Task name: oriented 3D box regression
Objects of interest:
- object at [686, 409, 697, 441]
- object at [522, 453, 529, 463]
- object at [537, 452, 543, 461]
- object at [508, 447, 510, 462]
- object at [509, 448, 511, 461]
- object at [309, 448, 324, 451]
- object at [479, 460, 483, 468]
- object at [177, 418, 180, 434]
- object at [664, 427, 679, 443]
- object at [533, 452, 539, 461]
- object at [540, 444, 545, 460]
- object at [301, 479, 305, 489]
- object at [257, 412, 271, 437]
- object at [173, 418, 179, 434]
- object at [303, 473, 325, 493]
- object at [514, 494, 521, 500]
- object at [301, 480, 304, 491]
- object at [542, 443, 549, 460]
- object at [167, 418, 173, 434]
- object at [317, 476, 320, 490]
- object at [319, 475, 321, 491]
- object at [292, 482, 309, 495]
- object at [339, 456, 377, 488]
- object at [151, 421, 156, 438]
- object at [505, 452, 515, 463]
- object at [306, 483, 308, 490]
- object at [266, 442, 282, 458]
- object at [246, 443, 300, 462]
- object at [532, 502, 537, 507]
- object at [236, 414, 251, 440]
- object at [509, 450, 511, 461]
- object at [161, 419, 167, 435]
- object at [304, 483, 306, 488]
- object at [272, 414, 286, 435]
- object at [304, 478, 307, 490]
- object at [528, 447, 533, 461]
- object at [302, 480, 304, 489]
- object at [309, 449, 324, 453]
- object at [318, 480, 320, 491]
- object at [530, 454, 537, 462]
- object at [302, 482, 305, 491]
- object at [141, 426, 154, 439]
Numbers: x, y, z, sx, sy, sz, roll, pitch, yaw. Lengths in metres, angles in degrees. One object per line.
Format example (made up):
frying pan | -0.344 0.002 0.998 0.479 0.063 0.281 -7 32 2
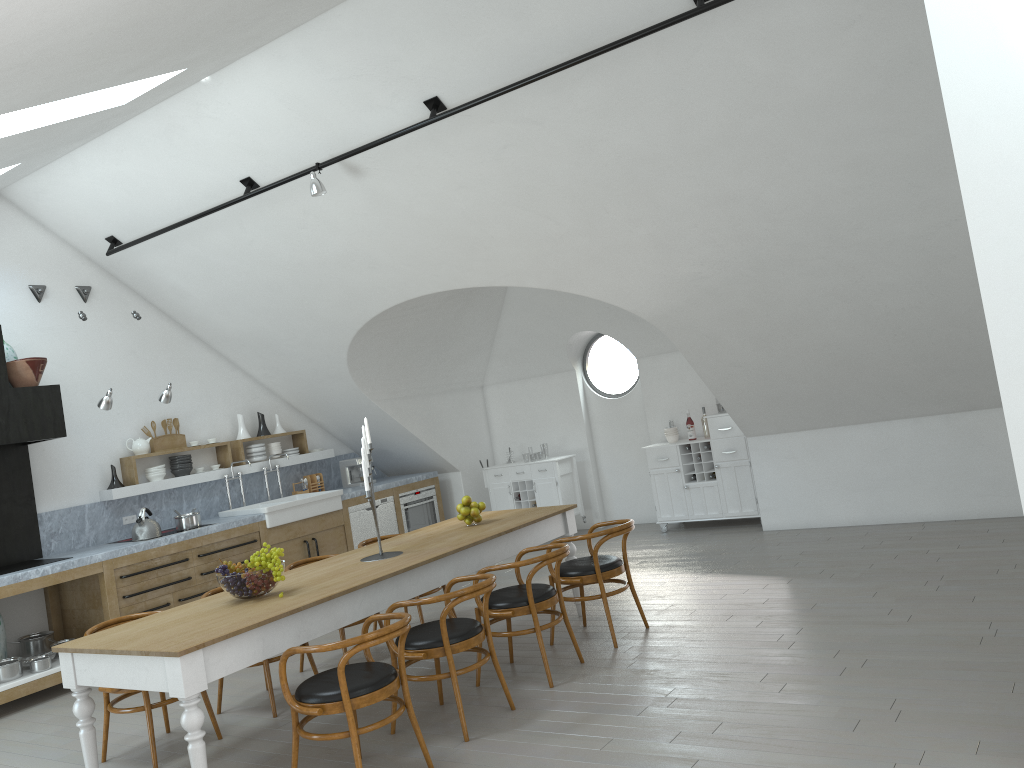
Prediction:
object | 1.885 0.431 9.373 0.081 0.330 0.081 -11 -3 30
object | 0.163 0.858 10.252 0.082 0.105 0.081 -7 -3 -43
object | 0.329 0.834 10.225 0.071 0.099 0.071 -8 -3 -33
object | -0.033 0.852 10.675 0.039 0.175 0.054 -11 -4 34
object | -0.015 0.850 10.645 0.024 0.164 0.038 -7 -4 -43
object | -2.241 0.758 10.069 0.213 0.025 0.213 -10 -1 22
object | -0.327 1.037 10.584 0.088 0.269 0.029 -10 -3 7
object | -3.279 0.482 8.717 0.030 0.294 0.057 -11 -4 34
object | 1.707 0.549 9.469 0.158 0.160 0.153 -8 -2 -28
object | 0.303 0.843 10.312 0.094 0.093 0.093 -10 -2 22
object | 0.365 0.788 10.282 0.054 0.179 0.054 -10 -3 11
object | -2.303 1.140 9.785 0.040 0.193 0.042 -8 -3 -18
object | -2.686 0.427 9.530 0.155 0.268 0.156 -11 -3 38
object | -3.285 0.482 8.676 0.039 0.298 0.068 -11 -4 34
object | -2.217 1.122 9.936 0.103 0.223 0.200 -11 -3 34
object | 0.125 1.308 10.299 0.081 0.085 0.318 -11 -2 35
object | -2.299 1.142 9.758 0.019 0.196 0.022 -11 -3 22
object | 0.393 0.778 10.225 0.063 0.187 0.063 -10 -3 19
object | -3.319 0.485 8.622 0.019 0.300 0.057 -11 -4 34
object | -2.165 1.121 9.942 0.040 0.193 0.042 -9 -3 -6
object | -2.162 1.124 9.969 0.018 0.196 0.022 -11 -4 35
object | -2.329 1.161 9.745 0.100 0.171 0.173 -11 -3 36
object | -1.710 1.000 10.140 0.385 0.321 0.325 -11 -3 34
object | -3.421 0.498 8.506 0.027 0.299 0.055 -11 -4 34
object | -0.022 0.886 10.663 0.101 0.138 0.067 -11 -3 34
object | -2.261 1.145 9.772 0.044 0.179 0.019 -10 -3 19
object | -2.559 0.714 9.561 0.158 0.160 0.153 -8 -2 -28
object | -2.578 0.720 9.574 0.197 0.196 0.658 -11 -2 34
object | 0.324 1.377 10.213 0.081 0.083 0.317 -11 -2 34
object | -2.836 0.447 9.314 0.156 0.268 0.156 -10 -3 23
object | -0.020 0.865 10.670 0.097 0.137 0.029 -11 -3 37
object | -3.354 0.490 8.605 0.040 0.300 0.061 -11 -3 32
object | -2.279 1.139 9.768 0.023 0.196 0.018 -11 -3 29
object | -2.564 0.437 9.720 0.156 0.219 0.156 -10 -3 15
object | -2.263 1.133 9.758 0.040 0.193 0.042 -8 -3 -19
object | 0.223 0.817 10.303 0.048 0.169 0.048 -11 -3 22
object | -2.299 1.142 9.769 0.020 0.196 0.018 -12 -4 44
object | -2.239 0.767 10.068 0.213 0.025 0.213 -10 -1 22
object | -2.164 1.124 9.959 0.018 0.196 0.020 -7 -4 -34
object | 0.249 0.854 10.238 0.077 0.085 0.077 -10 -2 22
object | -2.286 1.149 9.743 0.019 0.179 0.044 -9 -3 -1
object | -3.437 0.518 8.474 0.199 0.259 0.016 -7 -4 -45
